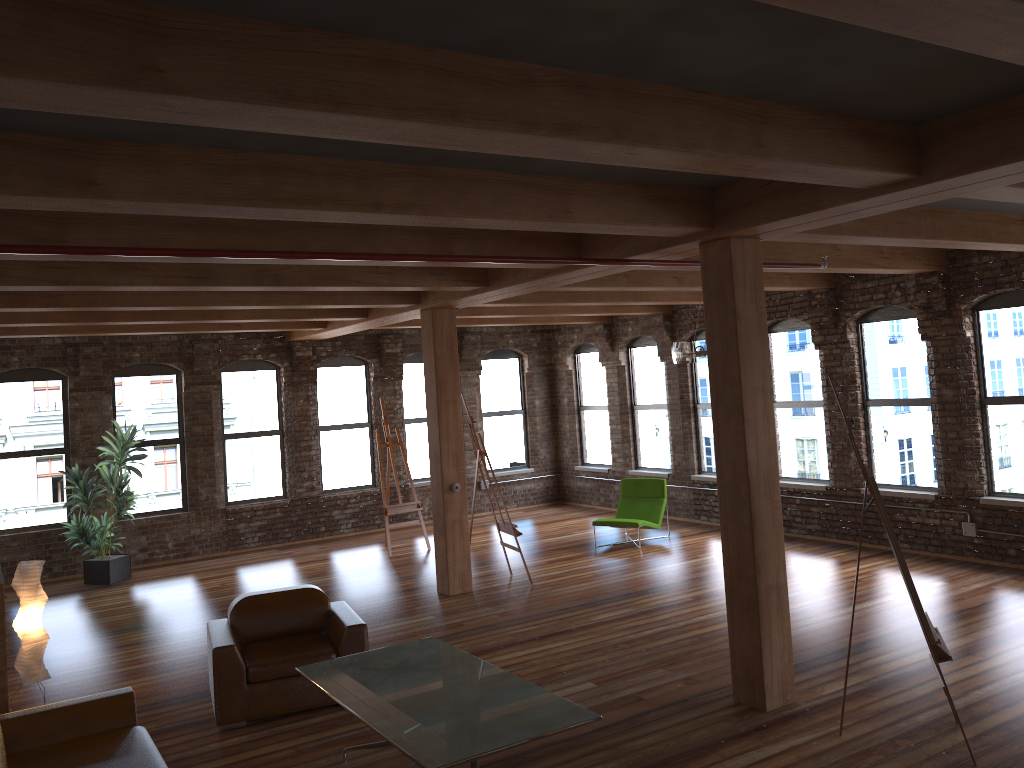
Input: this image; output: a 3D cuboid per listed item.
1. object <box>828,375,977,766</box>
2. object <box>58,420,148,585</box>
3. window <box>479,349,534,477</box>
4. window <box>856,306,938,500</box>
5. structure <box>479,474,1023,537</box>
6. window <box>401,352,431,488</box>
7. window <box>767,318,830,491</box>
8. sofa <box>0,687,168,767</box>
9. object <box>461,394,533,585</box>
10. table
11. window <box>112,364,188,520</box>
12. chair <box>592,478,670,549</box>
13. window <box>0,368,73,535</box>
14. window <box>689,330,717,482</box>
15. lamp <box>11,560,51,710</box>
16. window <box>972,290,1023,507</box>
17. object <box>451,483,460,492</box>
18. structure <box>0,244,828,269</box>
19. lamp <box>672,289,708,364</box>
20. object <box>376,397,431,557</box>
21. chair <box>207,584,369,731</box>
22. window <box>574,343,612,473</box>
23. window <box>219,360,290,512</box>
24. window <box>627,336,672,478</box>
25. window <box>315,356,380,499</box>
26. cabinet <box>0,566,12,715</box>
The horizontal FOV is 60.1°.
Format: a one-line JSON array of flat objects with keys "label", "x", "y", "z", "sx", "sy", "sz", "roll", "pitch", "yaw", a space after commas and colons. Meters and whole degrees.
[{"label": "object", "x": 2.210, "y": 0.999, "z": 5.234, "sx": 0.684, "sy": 2.145, "sz": 0.701, "roll": -5, "pitch": -3, "yaw": 18}, {"label": "object", "x": -5.363, "y": 1.514, "z": 11.557, "sx": 0.964, "sy": 2.108, "sz": 1.080, "roll": -5, "pitch": -3, "yaw": 36}, {"label": "window", "x": -0.138, "y": 0.487, "z": 15.689, "sx": 0.969, "sy": 2.223, "sz": 0.218, "roll": -2, "pitch": -3, "yaw": -32}, {"label": "window", "x": 4.458, "y": 0.185, "z": 10.321, "sx": 0.236, "sy": 2.219, "sz": 0.966, "roll": -2, "pitch": -3, "yaw": -32}, {"label": "structure", "x": 4.318, "y": 1.499, "z": 10.352, "sx": 1.635, "sy": 0.314, "sz": 13.675, "roll": -4, "pitch": 0, "yaw": -38}, {"label": "window", "x": -1.403, "y": 0.569, "z": 14.909, "sx": 0.969, "sy": 2.223, "sz": 0.218, "roll": -2, "pitch": -3, "yaw": -32}, {"label": "window", "x": 3.690, "y": 0.235, "z": 11.567, "sx": 0.230, "sy": 2.219, "sz": 0.966, "roll": -2, "pitch": -3, "yaw": -32}, {"label": "sofa", "x": -2.010, "y": 1.978, "z": 4.025, "sx": 0.952, "sy": 0.736, "sz": 2.407, "roll": -3, "pitch": -1, "yaw": -32}, {"label": "object", "x": -0.274, "y": 1.161, "z": 9.935, "sx": 0.685, "sy": 2.145, "sz": 0.660, "roll": -3, "pitch": -3, "yaw": -22}, {"label": "table", "x": -0.427, "y": 1.962, "z": 4.875, "sx": 0.940, "sy": 0.561, "sz": 1.866, "roll": -3, "pitch": 0, "yaw": -32}, {"label": "window", "x": -5.188, "y": 0.791, "z": 12.653, "sx": 0.969, "sy": 2.174, "sz": 0.086, "roll": -2, "pitch": -3, "yaw": -32}, {"label": "chair", "x": 1.589, "y": 1.714, "z": 11.864, "sx": 0.679, "sy": 0.798, "sz": 0.956, "roll": -5, "pitch": -1, "yaw": 33}, {"label": "window", "x": -6.457, "y": 0.874, "z": 11.870, "sx": 0.969, "sy": 2.174, "sz": 0.086, "roll": -2, "pitch": -3, "yaw": -32}, {"label": "window", "x": 2.928, "y": 0.285, "z": 12.812, "sx": 0.233, "sy": 2.219, "sz": 0.966, "roll": -2, "pitch": -3, "yaw": -32}, {"label": "lamp", "x": -3.647, "y": 1.899, "z": 6.755, "sx": 0.261, "sy": 1.116, "sz": 0.270, "roll": -4, "pitch": -3, "yaw": 13}, {"label": "window", "x": 5.222, "y": 0.135, "z": 9.072, "sx": 0.232, "sy": 2.219, "sz": 0.966, "roll": -2, "pitch": -3, "yaw": -32}, {"label": "object", "x": -0.597, "y": 1.113, "z": 9.518, "sx": 0.096, "sy": 0.096, "sz": 0.061, "roll": -3, "pitch": -2, "yaw": -32}, {"label": "structure", "x": -0.200, "y": -0.848, "z": 5.792, "sx": 6.815, "sy": 0.112, "sz": 0.051, "roll": -4, "pitch": -2, "yaw": -32}, {"label": "lamp", "x": 2.153, "y": -0.652, "z": 9.772, "sx": 0.809, "sy": 0.816, "sz": 0.808, "roll": -4, "pitch": -1, "yaw": 4}, {"label": "object", "x": -1.661, "y": 1.252, "z": 12.423, "sx": 0.662, "sy": 2.145, "sz": 0.683, "roll": -2, "pitch": -3, "yaw": -37}, {"label": "chair", "x": -1.667, "y": 1.956, "z": 6.539, "sx": 1.064, "sy": 0.737, "sz": 0.828, "roll": -3, "pitch": -1, "yaw": -22}, {"label": "window", "x": 1.382, "y": 0.386, "z": 15.329, "sx": 0.232, "sy": 2.219, "sz": 0.966, "roll": -2, "pitch": -3, "yaw": -32}, {"label": "window", "x": -3.901, "y": 0.736, "z": 13.366, "sx": 0.969, "sy": 2.232, "sz": 0.220, "roll": -2, "pitch": -3, "yaw": -32}, {"label": "window", "x": 2.161, "y": 0.335, "z": 14.059, "sx": 0.232, "sy": 2.219, "sz": 0.966, "roll": -2, "pitch": -3, "yaw": -32}, {"label": "window", "x": -2.654, "y": 0.655, "z": 14.135, "sx": 0.969, "sy": 2.232, "sz": 0.220, "roll": -2, "pitch": -3, "yaw": -32}, {"label": "cabinet", "x": -3.494, "y": 1.837, "z": 5.717, "sx": 0.419, "sy": 1.211, "sz": 1.183, "roll": -2, "pitch": -2, "yaw": -32}]
